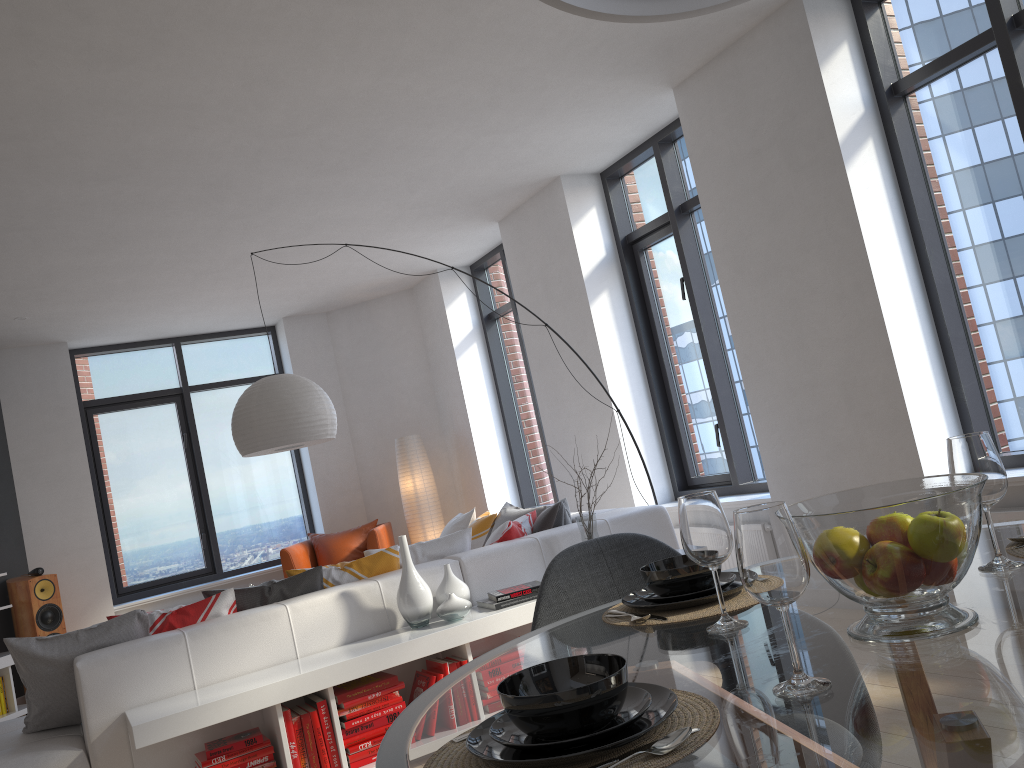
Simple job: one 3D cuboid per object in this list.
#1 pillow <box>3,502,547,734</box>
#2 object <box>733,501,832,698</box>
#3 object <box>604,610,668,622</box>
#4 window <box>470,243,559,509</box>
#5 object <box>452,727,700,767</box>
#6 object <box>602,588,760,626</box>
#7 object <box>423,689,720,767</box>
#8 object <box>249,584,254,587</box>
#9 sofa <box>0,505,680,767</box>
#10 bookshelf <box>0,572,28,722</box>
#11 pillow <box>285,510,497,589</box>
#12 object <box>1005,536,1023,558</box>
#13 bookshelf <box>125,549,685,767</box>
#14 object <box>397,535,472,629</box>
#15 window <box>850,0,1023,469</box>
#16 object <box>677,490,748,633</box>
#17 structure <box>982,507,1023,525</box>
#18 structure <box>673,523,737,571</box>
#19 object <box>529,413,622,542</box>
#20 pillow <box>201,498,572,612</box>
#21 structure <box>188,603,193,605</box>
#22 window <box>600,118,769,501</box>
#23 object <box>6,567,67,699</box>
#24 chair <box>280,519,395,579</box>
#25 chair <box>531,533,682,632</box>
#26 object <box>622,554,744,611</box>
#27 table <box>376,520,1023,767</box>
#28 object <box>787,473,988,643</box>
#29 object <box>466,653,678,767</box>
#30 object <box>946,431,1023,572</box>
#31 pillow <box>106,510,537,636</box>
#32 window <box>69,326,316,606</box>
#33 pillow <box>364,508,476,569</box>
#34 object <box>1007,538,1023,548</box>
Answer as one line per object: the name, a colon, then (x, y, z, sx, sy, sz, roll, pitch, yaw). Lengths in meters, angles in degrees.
pillow: (-0.973, 1.097, 4.591, 2.953, 0.453, 0.647, -8, -6, -41)
object: (0.324, 0.257, 1.071, 0.083, 0.220, 0.083, -12, -5, 0)
object: (0.342, 0.414, 1.724, 0.309, 0.015, 0.206, -10, -5, -24)
window: (0.218, -0.077, 7.787, 0.170, 2.402, 1.310, -10, -6, -28)
object: (0.070, 0.414, 1.054, 0.206, 0.015, 0.309, -10, -5, -24)
object: (0.352, 0.420, 1.728, 0.360, 0.002, 0.360, -13, -5, 14)
object: (0.068, 0.424, 1.059, 0.360, 0.002, 0.360, -16, -6, 36)
object: (-1.693, 1.397, 5.527, 0.330, 0.265, 0.330, -12, -5, -4)
sofa: (-1.130, 1.447, 4.998, 3.424, 0.732, 2.614, -10, -6, -28)
bookshelf: (-4.452, 1.538, 5.523, 0.455, 2.052, 3.000, -14, -5, 16)
pillow: (-0.523, 1.061, 5.072, 0.630, 0.440, 2.095, -14, -5, 18)
object: (1.027, 0.252, 1.484, 0.360, 0.002, 0.360, -13, -5, 14)
bookshelf: (-0.212, 1.264, 3.811, 2.600, 0.500, 0.356, -10, -6, -28)
object: (-0.362, 0.842, 3.884, 0.316, 0.398, 0.319, -12, -5, -5)
window: (2.291, -0.879, 3.759, 0.170, 2.402, 1.310, -10, -6, -28)
object: (0.328, 0.289, 1.458, 0.083, 0.220, 0.083, -15, -6, 33)
structure: (2.352, 0.693, 3.441, 0.110, 0.460, 1.015, -10, -6, -28)
structure: (1.316, 1.094, 5.454, 0.110, 0.460, 1.015, -10, -6, -28)
object: (0.380, 0.533, 4.238, 0.406, 0.744, 0.607, -13, -5, 11)
pillow: (-0.460, 0.982, 4.508, 2.120, 0.436, 0.608, -9, -6, -33)
structure: (-2.578, 2.188, 8.291, 1.474, 0.460, 0.110, -10, -6, -28)
window: (1.254, -0.478, 5.772, 0.170, 2.402, 1.310, -10, -6, -28)
object: (-3.837, 2.043, 7.170, 0.434, 1.088, 0.290, -15, -6, 31)
chair: (-1.481, 1.718, 8.000, 0.896, 0.858, 0.843, -13, -5, 4)
chair: (0.396, 0.751, 1.780, 0.655, 0.891, 0.619, -10, -5, -22)
object: (0.338, 0.385, 1.741, 0.258, 0.074, 0.258, -17, -6, 42)
table: (0.634, 0.706, 1.208, 1.499, 0.764, 1.499, -8, -6, -39)
object: (0.533, 0.244, 1.235, 0.278, 0.184, 0.278, -11, -5, -20)
object: (0.068, 0.385, 1.065, 0.258, 0.074, 0.258, -17, -6, 42)
object: (0.778, 0.192, 1.461, 0.083, 0.220, 0.083, -14, -5, 22)
pillow: (-0.733, 1.054, 4.344, 2.250, 0.449, 0.575, -9, -6, -31)
window: (-3.086, 0.721, 8.698, 1.960, 2.402, 0.170, -10, -6, -28)
pillow: (-0.468, 1.058, 5.387, 0.580, 0.456, 2.156, -12, -5, -3)
object: (1.013, 0.247, 1.488, 0.206, 0.015, 0.309, -10, -5, -24)
